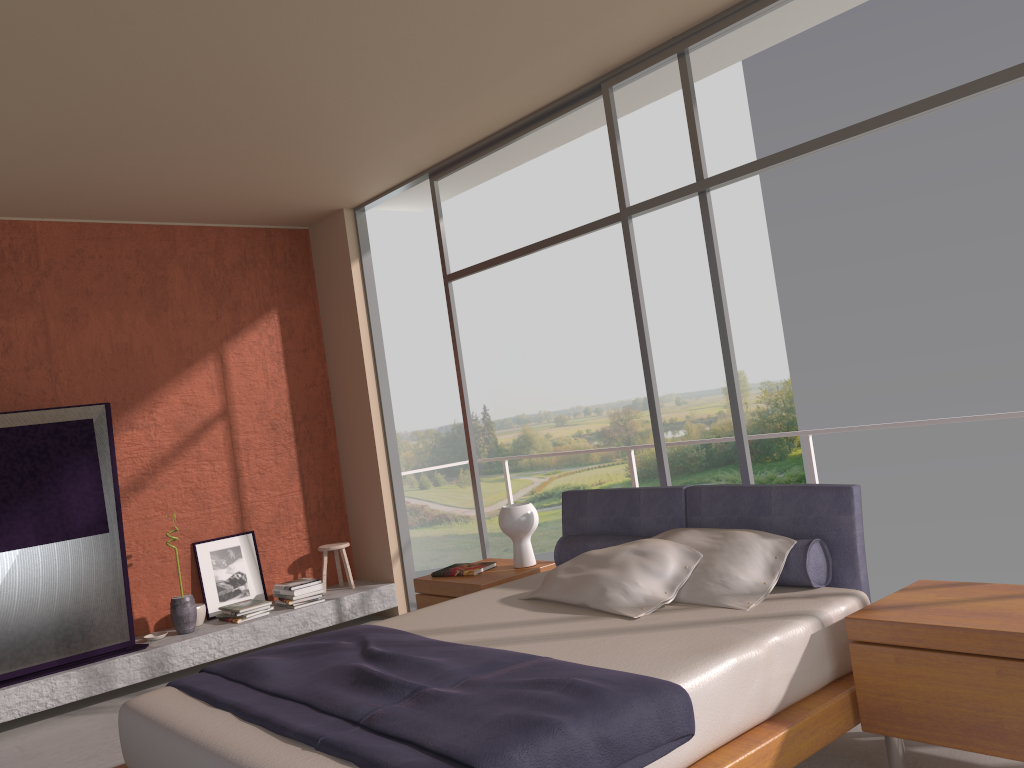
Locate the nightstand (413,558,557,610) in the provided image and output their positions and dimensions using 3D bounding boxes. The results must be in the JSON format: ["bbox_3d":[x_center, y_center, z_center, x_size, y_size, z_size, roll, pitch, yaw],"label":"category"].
[{"bbox_3d":[-0.108,1.317,4.949,0.562,0.556,0.628,-6,-3,-40],"label":"nightstand"}]

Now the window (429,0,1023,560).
[{"bbox_3d":[1.589,-0.259,3.799,0.075,3.133,6.106,-6,-3,-40],"label":"window"}]

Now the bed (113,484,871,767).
[{"bbox_3d":[-0.017,1.052,3.354,2.462,0.959,2.017,-6,-3,-40],"label":"bed"}]

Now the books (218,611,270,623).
[{"bbox_3d":[-1.863,1.615,6.175,0.247,0.025,0.287,-6,-3,-44],"label":"books"}]

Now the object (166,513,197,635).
[{"bbox_3d":[-2.232,1.263,5.938,0.165,0.810,0.165,-8,-2,-17],"label":"object"}]

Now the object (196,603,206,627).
[{"bbox_3d":[-2.206,1.606,6.130,0.179,0.137,0.180,-7,-2,-28],"label":"object"}]

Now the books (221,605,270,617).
[{"bbox_3d":[-1.853,1.568,6.182,0.247,0.025,0.287,-7,-3,-38],"label":"books"}]

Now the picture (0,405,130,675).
[{"bbox_3d":[-2.922,0.916,5.294,1.129,1.496,0.126,-6,-3,-40],"label":"picture"}]

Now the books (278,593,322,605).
[{"bbox_3d":[-1.529,1.540,6.406,0.247,0.025,0.287,-7,-2,-30],"label":"books"}]

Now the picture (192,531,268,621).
[{"bbox_3d":[-2.039,1.381,6.440,0.458,0.550,0.117,-6,-3,-40],"label":"picture"}]

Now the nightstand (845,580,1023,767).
[{"bbox_3d":[1.578,1.005,2.941,0.562,0.556,0.628,-6,-3,-40],"label":"nightstand"}]

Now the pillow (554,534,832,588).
[{"bbox_3d":[0.747,0.787,4.020,0.205,0.201,1.470,-6,-3,-40],"label":"pillow"}]

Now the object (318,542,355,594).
[{"bbox_3d":[-1.333,1.403,6.801,0.260,0.349,0.257,-9,-2,19],"label":"object"}]

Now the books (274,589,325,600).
[{"bbox_3d":[-1.542,1.515,6.424,0.247,0.027,0.328,-7,-3,-39],"label":"books"}]

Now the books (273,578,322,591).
[{"bbox_3d":[-1.555,1.452,6.431,0.247,0.025,0.287,-6,-3,-41],"label":"books"}]

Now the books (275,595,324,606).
[{"bbox_3d":[-1.539,1.564,6.427,0.247,0.018,0.287,-6,-3,-41],"label":"books"}]

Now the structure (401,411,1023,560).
[{"bbox_3d":[1.908,0.703,4.172,0.728,1.005,7.689,-6,-3,-40],"label":"structure"}]

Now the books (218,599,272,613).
[{"bbox_3d":[-1.860,1.548,6.186,0.247,0.018,0.328,-6,-3,-43],"label":"books"}]

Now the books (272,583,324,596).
[{"bbox_3d":[-1.547,1.483,6.425,0.247,0.038,0.319,-6,-3,-43],"label":"books"}]

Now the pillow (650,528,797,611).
[{"bbox_3d":[0.768,0.763,3.682,0.400,0.265,0.791,-7,-3,-38],"label":"pillow"}]

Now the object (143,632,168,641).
[{"bbox_3d":[-2.348,1.674,5.850,0.152,0.040,0.152,-8,-2,-5],"label":"object"}]

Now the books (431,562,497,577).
[{"bbox_3d":[-0.268,1.047,5.004,0.287,0.025,0.247,-9,-2,30],"label":"books"}]

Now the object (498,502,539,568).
[{"bbox_3d":[0.049,0.838,4.916,0.224,0.338,0.224,-7,-2,-29],"label":"object"}]

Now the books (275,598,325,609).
[{"bbox_3d":[-1.533,1.581,6.421,0.247,0.018,0.328,-7,-3,-39],"label":"books"}]

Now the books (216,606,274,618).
[{"bbox_3d":[-1.862,1.592,6.191,0.328,0.018,0.247,-9,-2,34],"label":"books"}]

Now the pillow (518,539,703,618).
[{"bbox_3d":[0.402,0.830,3.834,0.431,0.264,0.869,-7,-2,-33],"label":"pillow"}]
